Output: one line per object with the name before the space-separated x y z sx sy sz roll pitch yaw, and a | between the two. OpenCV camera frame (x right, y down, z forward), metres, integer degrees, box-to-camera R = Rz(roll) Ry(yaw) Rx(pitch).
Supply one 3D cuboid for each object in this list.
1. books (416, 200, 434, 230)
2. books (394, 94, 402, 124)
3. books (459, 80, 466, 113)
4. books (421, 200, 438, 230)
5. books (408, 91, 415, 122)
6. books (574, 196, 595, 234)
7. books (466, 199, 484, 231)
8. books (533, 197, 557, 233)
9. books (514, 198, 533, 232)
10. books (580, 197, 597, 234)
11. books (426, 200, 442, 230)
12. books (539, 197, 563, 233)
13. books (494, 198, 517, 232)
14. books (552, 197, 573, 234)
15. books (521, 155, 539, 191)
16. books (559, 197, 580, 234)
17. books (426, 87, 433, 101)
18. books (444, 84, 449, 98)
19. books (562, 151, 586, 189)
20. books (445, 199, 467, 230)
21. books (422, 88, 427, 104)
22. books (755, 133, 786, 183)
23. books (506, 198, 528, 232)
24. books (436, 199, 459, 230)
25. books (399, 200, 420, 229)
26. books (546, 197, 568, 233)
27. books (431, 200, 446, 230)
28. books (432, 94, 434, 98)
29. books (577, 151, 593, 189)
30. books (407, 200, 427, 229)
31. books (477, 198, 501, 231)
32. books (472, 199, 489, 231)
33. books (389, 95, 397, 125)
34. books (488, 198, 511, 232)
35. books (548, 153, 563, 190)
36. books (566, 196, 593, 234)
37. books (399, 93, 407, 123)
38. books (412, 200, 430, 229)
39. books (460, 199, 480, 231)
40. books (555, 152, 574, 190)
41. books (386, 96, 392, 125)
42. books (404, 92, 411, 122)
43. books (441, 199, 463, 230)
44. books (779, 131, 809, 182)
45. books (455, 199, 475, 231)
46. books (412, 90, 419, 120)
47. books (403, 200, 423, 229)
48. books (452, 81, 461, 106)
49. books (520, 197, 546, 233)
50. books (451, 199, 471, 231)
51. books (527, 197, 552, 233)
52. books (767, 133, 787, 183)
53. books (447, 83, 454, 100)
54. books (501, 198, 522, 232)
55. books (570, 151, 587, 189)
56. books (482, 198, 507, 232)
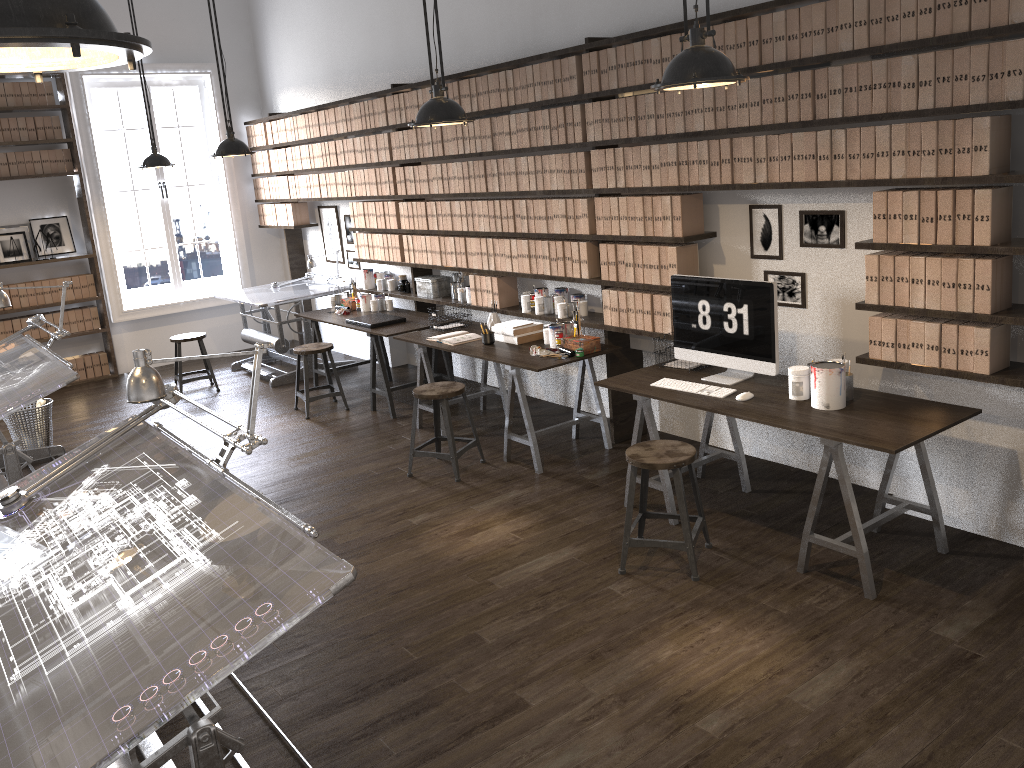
books | -0.651 -1.327 6.967 0.175 0.223 0.067 -14 15 -35
books | -0.822 -2.151 6.923 0.175 0.223 0.067 -14 15 -35
books | -0.272 -2.012 6.200 0.175 0.223 0.067 -14 15 -35
books | -0.611 -1.314 6.905 0.175 0.223 0.067 -14 15 -35
books | -0.691 -2.119 6.758 0.175 0.223 0.067 -14 15 -35
books | 0.476 -1.037 5.463 0.175 0.223 0.067 -14 15 -35
books | -0.234 -1.219 6.408 0.175 0.223 0.067 -14 15 -35
books | 0.234 -1.098 5.784 0.175 0.223 0.067 -14 15 -35
books | 0.108 -1.131 5.953 0.175 0.223 0.067 -14 15 -35
books | 0.509 -1.025 5.407 0.175 0.223 0.067 -14 15 -35
books | -0.562 -1.304 6.849 0.175 0.223 0.067 -14 15 -35
books | 0.270 -1.087 5.727 0.175 0.223 0.067 -14 15 -35
books | -0.028 -1.165 6.131 0.175 0.223 0.067 -14 15 -35
books | 0.349 -1.068 5.625 0.175 0.223 0.067 -14 15 -35
books | 0.156 -1.379 5.796 0.175 0.223 0.067 -14 15 -35
books | 0.388 -1.057 5.571 0.175 0.223 0.067 -14 15 -35
books | -0.533 -2.076 6.538 0.175 0.223 0.067 -14 15 -35
books | -0.407 -2.044 6.373 0.175 0.223 0.067 -14 15 -35
books | 0.404 -1.314 5.459 0.175 0.223 0.067 -14 15 -35
books | -0.400 -1.260 6.622 0.175 0.223 0.067 -14 15 -35
books | -0.569 -2.088 6.594 0.175 0.223 0.067 -14 15 -35
books | 1.266 -1.099 4.311 0.175 0.223 0.067 -14 15 -35
books | 0.059 -1.142 6.010 0.175 0.223 0.067 -14 15 -35
books | -0.478 -1.282 6.735 0.175 0.223 0.067 -14 15 -35
books | -0.816 -1.368 7.183 0.175 0.223 0.067 -14 15 -35
books | 0.313 -1.078 5.676 0.175 0.223 0.067 -14 15 -35
books | -0.523 -1.292 6.789 0.175 0.223 0.067 -14 15 -35
books | -0.488 -2.067 6.488 0.175 0.223 0.067 -14 15 -35
books | 0.488 -1.294 5.356 0.175 0.223 0.067 -14 15 -35
books | -0.733 -1.345 7.066 0.175 0.223 0.067 -14 15 -35
books | -0.152 -1.197 6.296 0.175 0.223 0.067 -14 15 -35
books | -0.191 -1.209 6.354 0.175 0.223 0.067 -14 15 -35
books | -0.865 -2.162 6.981 0.175 0.223 0.067 -14 15 -35
books | -0.069 -1.174 6.179 0.175 0.223 0.067 -14 15 -35
books | 0.324 -1.336 5.572 0.175 0.223 0.067 -14 15 -35
books | 0.432 -1.047 5.518 0.175 0.223 0.067 -14 15 -35
books | -0.776 -2.140 6.868 0.175 0.223 0.067 -14 15 -35
books | -0.691 -1.336 7.018 0.175 0.223 0.067 -14 15 -35
books | -0.279 -1.229 6.462 0.175 0.223 0.067 -14 15 -35
books | 0.364 -1.324 5.512 0.175 0.223 0.067 -14 15 -35
books | -0.899 -2.172 7.034 0.175 0.223 0.067 -14 15 -35
books | -0.731 -2.130 6.814 0.175 0.223 0.067 -14 15 -35
books | -0.435 -1.271 6.679 0.175 0.223 0.067 -14 15 -35
books | 1.351 -1.078 4.201 0.175 0.223 0.067 -14 15 -35
books | -0.320 -1.240 6.520 0.175 0.223 0.067 -14 15 -35
books | -0.652 -2.108 6.699 0.175 0.223 0.067 -14 15 -35
books | -0.776 -1.356 7.123 0.175 0.223 0.067 -14 15 -35
books | -0.321 -2.022 6.256 0.175 0.223 0.067 -14 15 -35
books | 0.147 -1.119 5.894 0.175 0.223 0.067 -14 15 -35
books | -0.357 -1.250 6.571 0.175 0.223 0.067 -14 15 -35
books | 0.192 -1.109 5.840 0.175 0.223 0.067 -14 15 -35
books | 1.311 -1.089 4.258 0.175 0.223 0.067 -14 15 -35
books | -0.361 -2.035 6.319 0.175 0.223 0.067 -14 15 -35
books | 0.019 -1.154 6.072 0.175 0.223 0.067 -14 15 -35
books | 0.445 -1.305 5.412 0.175 0.223 0.067 -14 15 -35
books | -0.112 -1.185 6.236 0.175 0.223 0.067 -14 15 -35
